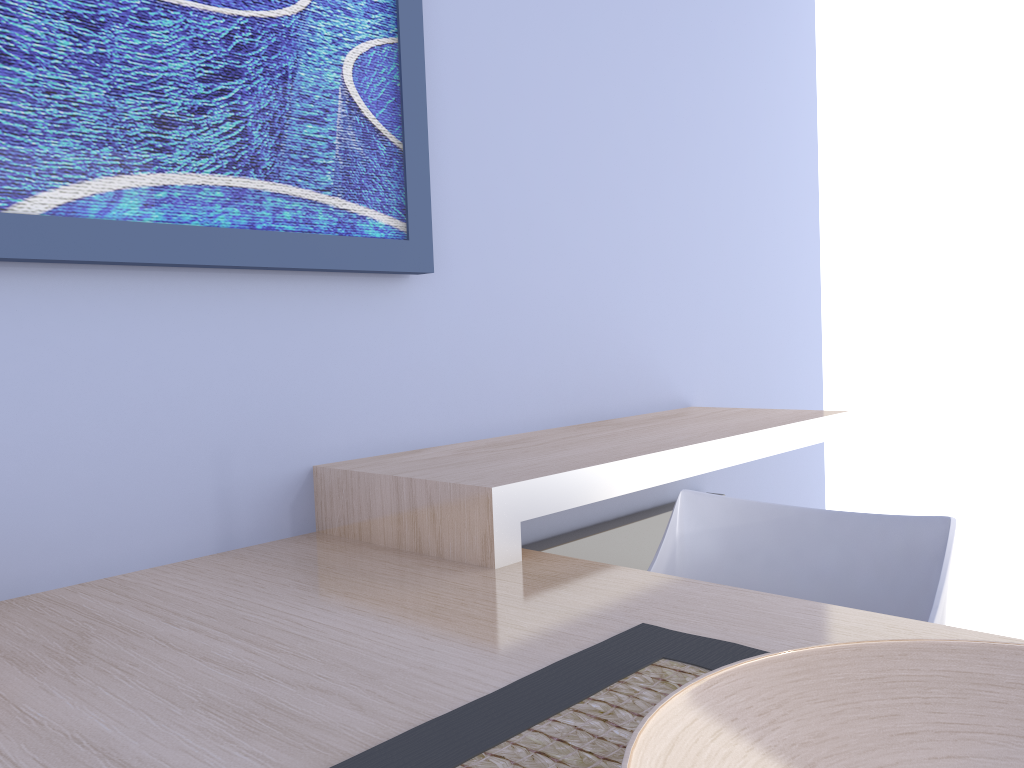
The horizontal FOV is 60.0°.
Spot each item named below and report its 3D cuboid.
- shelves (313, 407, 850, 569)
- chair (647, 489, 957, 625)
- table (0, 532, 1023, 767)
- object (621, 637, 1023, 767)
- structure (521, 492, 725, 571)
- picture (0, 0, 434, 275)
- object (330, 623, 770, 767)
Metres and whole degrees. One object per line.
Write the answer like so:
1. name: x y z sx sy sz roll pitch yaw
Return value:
1. shelves: -0.629 0.613 1.016 0.463 0.840 3.901 1 4 43
2. chair: 0.348 0.586 1.259 0.510 0.793 0.486 1 4 43
3. table: 0.245 0.663 0.572 2.340 0.718 1.002 1 4 43
4. object: 0.308 0.261 0.483 0.493 0.081 0.493 -4 3 -28
5. structure: -0.712 0.693 1.192 0.064 0.503 3.843 1 4 43
6. picture: -0.616 -0.627 1.281 0.049 0.901 1.252 1 4 43
7. object: 0.314 0.303 0.487 0.986 0.005 0.594 1 4 43
